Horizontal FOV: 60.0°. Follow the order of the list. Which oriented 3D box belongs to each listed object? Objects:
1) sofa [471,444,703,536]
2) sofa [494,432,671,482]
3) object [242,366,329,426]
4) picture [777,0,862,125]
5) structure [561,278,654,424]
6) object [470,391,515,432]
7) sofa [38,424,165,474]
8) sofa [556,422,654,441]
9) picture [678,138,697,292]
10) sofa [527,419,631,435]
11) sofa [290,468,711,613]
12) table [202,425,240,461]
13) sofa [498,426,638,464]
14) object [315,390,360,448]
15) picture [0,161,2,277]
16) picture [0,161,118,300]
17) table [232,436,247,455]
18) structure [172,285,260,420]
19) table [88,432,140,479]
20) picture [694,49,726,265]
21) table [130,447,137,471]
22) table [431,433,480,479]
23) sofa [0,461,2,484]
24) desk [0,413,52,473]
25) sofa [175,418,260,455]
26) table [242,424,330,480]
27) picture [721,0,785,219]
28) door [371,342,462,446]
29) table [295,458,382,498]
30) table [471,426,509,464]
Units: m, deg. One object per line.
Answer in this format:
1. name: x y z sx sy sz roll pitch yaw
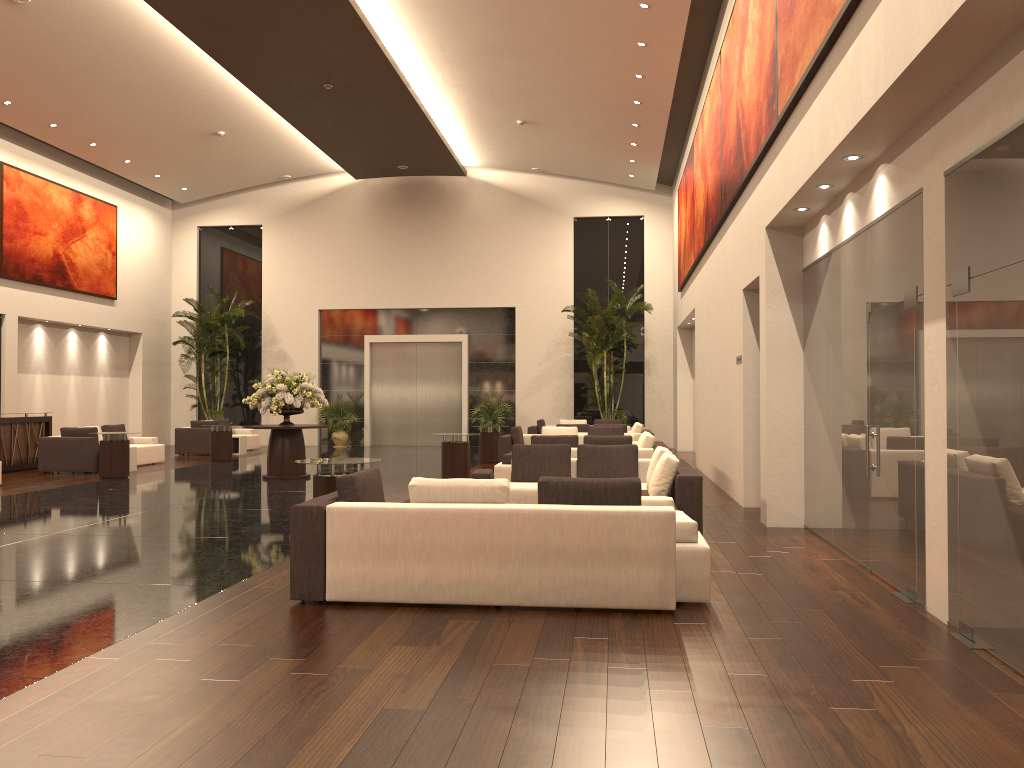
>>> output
1. sofa: 0.575 1.115 9.041 2.586 0.862 3.366 0 -1 7
2. sofa: 1.174 1.200 14.357 2.586 0.862 3.366 0 -1 7
3. object: -3.971 0.187 15.732 1.453 1.097 1.402 1 -1 -37
4. picture: 2.219 -3.817 5.349 0.070 2.526 6.485 0 -1 7
5. structure: 2.630 -0.518 24.063 2.436 4.611 2.531 0 -1 -22
6. object: -0.630 0.963 24.928 1.297 1.682 1.373 -1 -1 45
7. sofa: -8.091 1.265 17.951 1.291 0.862 2.846 0 -1 7
8. sofa: 1.829 1.291 19.992 2.586 0.862 3.366 0 -1 7
9. picture: 3.897 -3.585 19.802 0.070 2.526 4.515 0 -1 7
10. sofa: 1.843 1.333 22.626 2.846 0.862 1.291 0 -1 7
11. sofa: -0.031 1.074 6.485 2.846 0.862 1.291 0 -1 7
12. table: -6.551 1.328 19.963 0.833 0.795 0.844 1 -1 -32
13. sofa: 1.189 1.243 16.991 2.846 0.862 1.291 0 -1 7
14. object: -4.928 0.975 25.479 1.297 1.682 1.373 -1 -1 40
15. picture: -11.390 -3.618 17.024 0.070 2.526 4.515 0 -1 7
16. picture: -10.869 -3.546 21.515 0.070 2.526 4.515 0 -1 7
17. table: -6.929 1.536 22.248 0.400 0.460 0.400 0 -1 7
18. structure: -8.506 -0.486 25.499 2.436 4.611 2.531 0 -1 -22
19. table: -7.022 1.260 15.667 0.833 0.795 0.844 1 -1 -32
20. picture: 3.376 -3.657 15.311 0.070 2.526 4.515 0 -1 7
21. table: -7.527 1.453 17.093 0.400 0.460 0.400 0 -1 7
22. table: -0.946 1.243 14.962 0.833 0.795 0.844 1 -1 -32
23. sofa: -8.687 1.183 12.812 1.291 0.862 2.846 0 -1 7
24. desk: -9.815 1.129 17.353 0.760 1.114 1.634 0 -1 7
25. sofa: -7.492 1.348 23.106 1.291 0.862 2.846 0 -1 7
26. table: -3.996 1.195 15.721 1.498 0.921 1.498 0 -1 -2
27. picture: 2.855 -3.729 10.823 0.070 2.526 4.515 0 -1 7
28. door: -2.798 0.297 26.067 2.767 3.048 0.040 0 -1 7
29. table: -1.683 1.142 8.613 0.844 0.795 0.833 1 -1 -44
30. table: -0.476 1.312 19.258 0.833 0.795 0.844 1 -1 -32
